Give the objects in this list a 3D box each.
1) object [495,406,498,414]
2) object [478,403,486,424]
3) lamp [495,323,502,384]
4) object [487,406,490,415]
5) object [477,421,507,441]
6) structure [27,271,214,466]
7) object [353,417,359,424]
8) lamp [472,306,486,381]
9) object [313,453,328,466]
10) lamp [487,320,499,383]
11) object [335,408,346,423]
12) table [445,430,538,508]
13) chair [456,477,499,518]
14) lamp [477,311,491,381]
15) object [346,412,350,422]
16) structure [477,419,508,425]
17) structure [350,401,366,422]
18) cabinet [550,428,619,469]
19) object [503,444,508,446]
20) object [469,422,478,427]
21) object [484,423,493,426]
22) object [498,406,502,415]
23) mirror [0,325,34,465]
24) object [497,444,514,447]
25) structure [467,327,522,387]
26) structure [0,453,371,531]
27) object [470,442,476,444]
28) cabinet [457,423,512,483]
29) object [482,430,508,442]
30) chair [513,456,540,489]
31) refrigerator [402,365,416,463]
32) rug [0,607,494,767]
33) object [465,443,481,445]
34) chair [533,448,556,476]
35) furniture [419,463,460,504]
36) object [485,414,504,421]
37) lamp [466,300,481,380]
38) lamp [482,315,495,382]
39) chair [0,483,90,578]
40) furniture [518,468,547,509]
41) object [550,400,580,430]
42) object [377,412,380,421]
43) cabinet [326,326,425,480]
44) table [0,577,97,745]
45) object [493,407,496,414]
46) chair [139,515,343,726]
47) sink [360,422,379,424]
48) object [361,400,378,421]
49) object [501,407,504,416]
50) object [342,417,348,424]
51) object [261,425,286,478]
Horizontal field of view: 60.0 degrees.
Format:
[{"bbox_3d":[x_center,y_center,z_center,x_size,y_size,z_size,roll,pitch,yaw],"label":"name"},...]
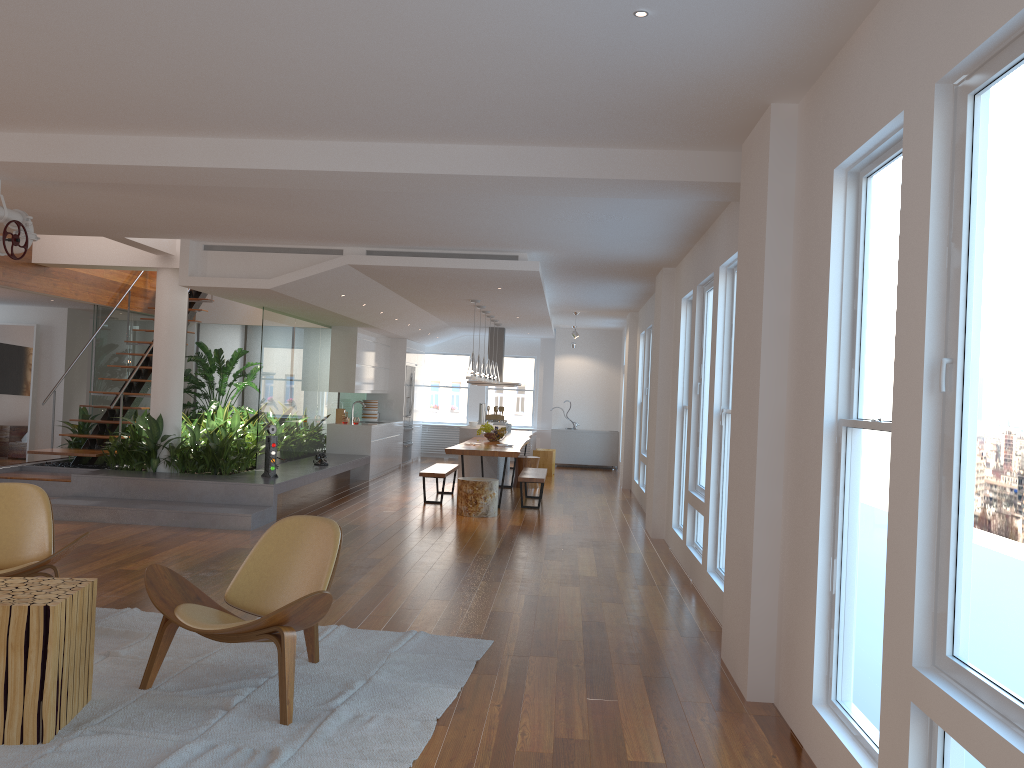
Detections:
[{"bbox_3d":[-0.280,0.551,16.108,0.057,0.299,0.019,2,-1,4],"label":"object"},{"bbox_3d":[-0.499,0.513,15.227,0.172,0.356,0.120,3,-1,-38],"label":"object"},{"bbox_3d":[-0.249,-0.540,14.682,0.160,1.060,0.160,2,-1,31],"label":"lamp"},{"bbox_3d":[-0.432,0.544,16.138,0.055,0.299,0.027,2,-1,4],"label":"object"},{"bbox_3d":[-0.264,0.665,12.345,0.394,0.284,0.292,3,-1,-32],"label":"object"},{"bbox_3d":[-3.860,-0.926,11.825,2.552,4.265,4.591,2,-1,4],"label":"structure"},{"bbox_3d":[-2.355,0.557,13.402,0.094,0.106,0.094,2,-1,9],"label":"object"},{"bbox_3d":[-0.431,-0.578,11.796,0.160,1.060,0.160,2,-1,31],"label":"lamp"},{"bbox_3d":[-2.428,0.949,11.223,0.216,0.155,0.181,3,-1,-32],"label":"object"},{"bbox_3d":[-0.295,-0.549,13.960,0.160,1.060,0.160,2,-1,31],"label":"lamp"},{"bbox_3d":[-2.655,0.493,13.740,0.104,0.222,0.200,2,-1,4],"label":"object"},{"bbox_3d":[-0.171,1.165,13.336,0.893,0.704,5.996,2,-1,4],"label":"table"},{"bbox_3d":[-0.389,1.272,9.998,0.460,0.400,0.460,2,-1,14],"label":"chair"},{"bbox_3d":[-0.386,-0.568,12.517,0.160,1.060,0.160,2,-1,31],"label":"lamp"},{"bbox_3d":[-2.627,0.522,13.987,0.100,0.170,0.173,2,-1,5],"label":"object"},{"bbox_3d":[-0.334,0.667,15.674,0.520,0.073,0.650,2,-1,4],"label":"structure"},{"bbox_3d":[-2.505,0.537,14.476,0.248,0.536,0.115,2,-1,4],"label":"structure"},{"bbox_3d":[1.409,1.259,17.291,1.309,0.725,0.420,2,-1,4],"label":"cabinet"},{"bbox_3d":[-0.086,0.782,11.293,0.070,0.030,0.079,3,-1,-43],"label":"object"},{"bbox_3d":[-0.603,0.631,13.812,0.152,0.082,0.152,2,-1,43],"label":"object"},{"bbox_3d":[-0.362,0.640,13.673,0.152,0.082,0.152,3,-1,-36],"label":"object"},{"bbox_3d":[-0.216,0.555,16.107,0.068,0.298,0.039,2,-1,4],"label":"object"},{"bbox_3d":[-7.635,0.148,12.926,1.267,2.044,0.049,2,-1,4],"label":"mirror"},{"bbox_3d":[-0.086,0.788,11.293,0.222,0.020,0.222,3,-1,-4],"label":"object"},{"bbox_3d":[-0.274,-0.662,15.660,0.909,1.405,0.900,2,-1,4],"label":"structure"},{"bbox_3d":[-3.782,1.158,11.129,3.088,0.386,5.584,2,-1,4],"label":"structure"},{"bbox_3d":[-0.503,0.764,11.367,0.070,0.030,0.079,3,-1,-33],"label":"object"},{"bbox_3d":[-0.413,1.106,14.751,0.597,0.832,2.936,2,-1,4],"label":"cabinet"},{"bbox_3d":[-0.242,0.728,12.328,0.360,0.159,0.360,3,-1,-33],"label":"object"},{"bbox_3d":[0.210,1.311,13.182,0.396,0.455,0.402,3,-1,-6],"label":"chair"},{"bbox_3d":[-2.168,0.549,16.206,0.725,1.772,0.908,2,-1,4],"label":"refrigerator"},{"bbox_3d":[-2.081,1.304,3.480,3.525,0.057,3.478,2,-1,8],"label":"rug"},{"bbox_3d":[-0.503,0.770,11.367,0.222,0.020,0.222,2,-1,44],"label":"object"},{"bbox_3d":[0.555,1.355,15.379,0.344,0.430,0.549,2,-1,8],"label":"chair"},{"bbox_3d":[-0.922,1.272,11.373,0.316,0.389,1.433,2,-1,4],"label":"furniture"},{"bbox_3d":[-0.317,0.629,16.120,0.353,0.157,0.084,2,-1,4],"label":"object"},{"bbox_3d":[-0.477,-0.587,11.074,0.160,1.060,0.160,2,-1,31],"label":"lamp"},{"bbox_3d":[-0.340,-0.559,13.239,0.160,1.060,0.160,2,-1,31],"label":"lamp"},{"bbox_3d":[-2.719,0.955,4.754,0.856,0.752,0.867,2,-1,9],"label":"chair"},{"bbox_3d":[0.267,1.324,11.297,0.316,0.389,1.433,2,-1,4],"label":"furniture"},{"bbox_3d":[1.052,0.598,17.278,0.590,0.563,0.210,3,-1,-25],"label":"object"},{"bbox_3d":[-2.422,0.538,15.413,0.284,0.196,0.265,3,-1,-44],"label":"object"},{"bbox_3d":[-2.260,0.322,15.470,0.676,2.280,4.565,2,-1,4],"label":"cabinet"},{"bbox_3d":[-2.018,1.082,3.503,0.548,0.534,0.489,3,-1,-8],"label":"table"},{"bbox_3d":[-0.313,0.550,16.130,0.061,0.299,0.040,3,-1,1],"label":"object"},{"bbox_3d":[-1.118,1.017,3.933,0.867,0.752,0.856,3,-1,-36],"label":"chair"},{"bbox_3d":[-2.322,0.742,14.434,0.449,0.192,0.666,2,-1,4],"label":"sink"},{"bbox_3d":[-2.409,0.451,15.027,0.267,0.356,0.266,2,-1,29],"label":"object"},{"bbox_3d":[-0.178,0.557,16.122,0.057,0.294,0.030,2,-1,4],"label":"object"},{"bbox_3d":[-2.533,0.549,13.460,0.094,0.106,0.094,2,-1,9],"label":"object"},{"bbox_3d":[-2.544,0.724,9.513,0.318,0.565,0.134,2,-1,40],"label":"object"}]
